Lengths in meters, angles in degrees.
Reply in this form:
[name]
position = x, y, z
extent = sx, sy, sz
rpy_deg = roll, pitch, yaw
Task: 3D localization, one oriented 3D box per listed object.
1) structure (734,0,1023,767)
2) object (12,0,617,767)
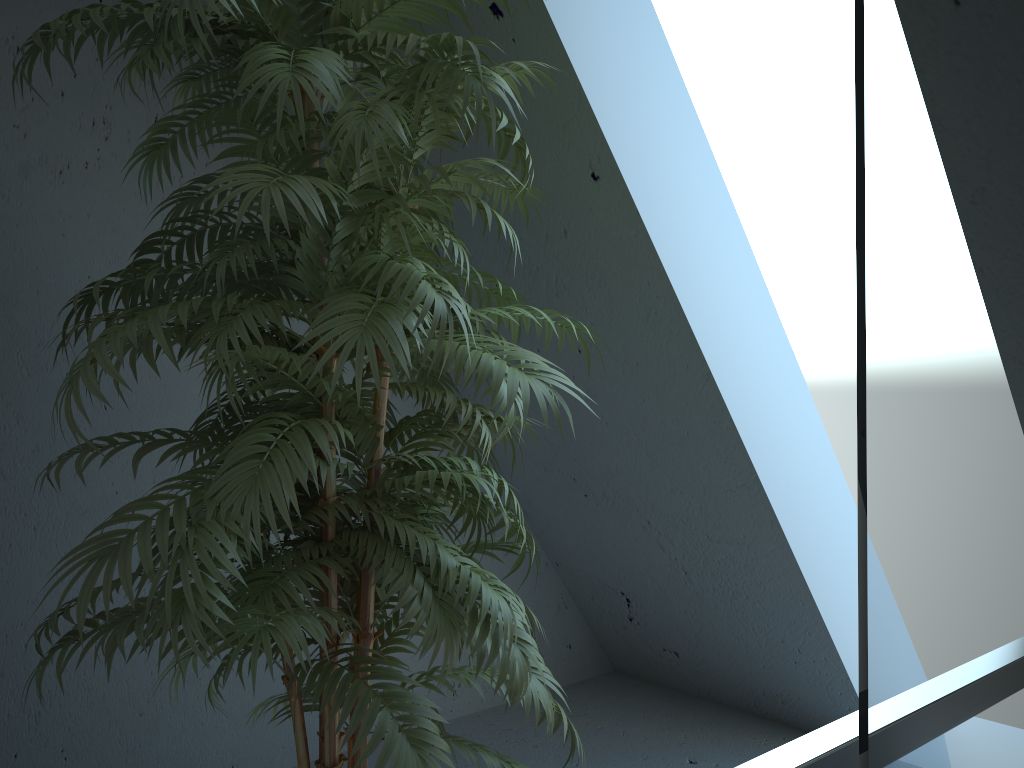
[structure]
position = 0.686, 0.055, 0.328
extent = 1.835, 2.114, 1.184
rpy_deg = 1, -1, -41
[object]
position = -0.306, 0.111, 1.589
extent = 0.980, 2.034, 1.020
rpy_deg = 0, -1, 8
